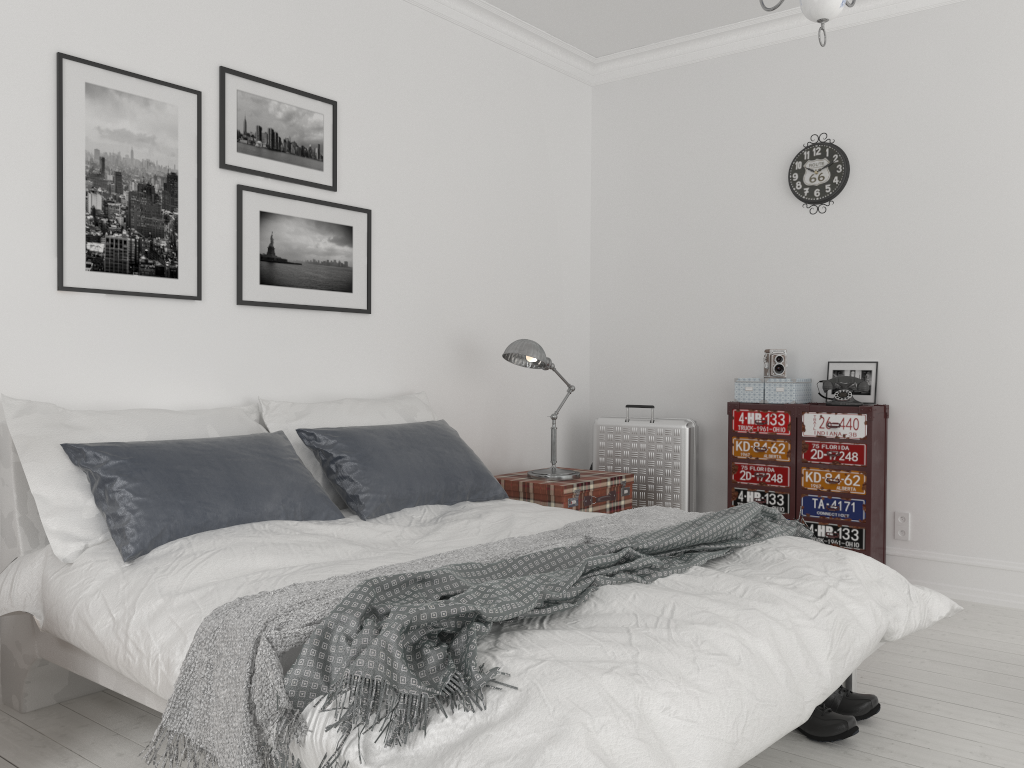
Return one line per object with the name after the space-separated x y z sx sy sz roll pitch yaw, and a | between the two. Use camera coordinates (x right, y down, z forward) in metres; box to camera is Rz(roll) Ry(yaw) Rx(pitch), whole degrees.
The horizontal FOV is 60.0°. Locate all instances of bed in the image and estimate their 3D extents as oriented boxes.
-0.147 0.594 2.852 2.473 0.926 2.217 1 1 39 | bed

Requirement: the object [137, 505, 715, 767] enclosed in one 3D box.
0.059 0.713 2.676 0.521 0.500 2.236 1 1 41 | object

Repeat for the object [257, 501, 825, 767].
0.363 0.614 2.459 0.536 0.377 2.154 1 1 41 | object

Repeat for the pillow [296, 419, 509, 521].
-0.431 0.337 3.651 0.405 0.339 0.842 1 1 39 | pillow

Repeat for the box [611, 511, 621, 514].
0.222 0.752 4.551 0.537 0.185 0.647 1 1 38 | box

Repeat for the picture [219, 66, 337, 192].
-0.974 -1.062 3.750 0.015 0.403 0.592 1 1 38 | picture

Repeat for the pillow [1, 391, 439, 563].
-0.871 0.286 3.447 0.465 0.529 1.965 1 1 38 | pillow

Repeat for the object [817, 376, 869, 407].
1.678 0.036 4.505 0.181 0.155 0.216 0 1 -22 | object

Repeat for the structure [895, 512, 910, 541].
1.966 0.717 4.471 0.070 0.140 0.009 1 1 38 | structure

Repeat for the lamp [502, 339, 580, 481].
0.161 0.128 4.448 0.269 0.699 0.488 1 1 38 | lamp

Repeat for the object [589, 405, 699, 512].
0.754 0.570 5.182 0.647 0.902 0.208 1 1 28 | object

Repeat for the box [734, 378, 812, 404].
1.391 0.035 4.728 0.332 0.131 0.242 1 1 38 | box

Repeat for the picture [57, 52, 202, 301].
-1.382 -0.728 3.243 0.015 0.810 0.545 1 1 38 | picture

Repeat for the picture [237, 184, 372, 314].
-0.887 -0.567 3.872 0.015 0.486 0.720 1 1 38 | picture

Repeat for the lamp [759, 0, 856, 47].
0.770 -1.394 2.179 0.528 1.123 0.594 1 1 38 | lamp

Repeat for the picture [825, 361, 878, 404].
1.763 -0.008 4.604 0.254 0.218 0.037 1 1 38 | picture

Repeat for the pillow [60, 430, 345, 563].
-0.994 0.347 2.958 0.405 0.329 0.837 1 1 39 | pillow

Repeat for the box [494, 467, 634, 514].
0.255 0.567 4.594 0.537 0.185 0.647 1 1 38 | box

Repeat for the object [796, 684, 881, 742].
0.967 0.999 2.782 0.300 0.127 0.322 1 1 38 | object

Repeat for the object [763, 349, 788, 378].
1.408 -0.109 4.718 0.121 0.157 0.117 0 1 -2 | object

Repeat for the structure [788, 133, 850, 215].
1.618 -1.118 4.703 0.330 0.427 0.043 1 1 38 | structure

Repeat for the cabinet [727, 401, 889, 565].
1.524 0.569 4.622 0.762 0.942 0.281 1 1 38 | cabinet
